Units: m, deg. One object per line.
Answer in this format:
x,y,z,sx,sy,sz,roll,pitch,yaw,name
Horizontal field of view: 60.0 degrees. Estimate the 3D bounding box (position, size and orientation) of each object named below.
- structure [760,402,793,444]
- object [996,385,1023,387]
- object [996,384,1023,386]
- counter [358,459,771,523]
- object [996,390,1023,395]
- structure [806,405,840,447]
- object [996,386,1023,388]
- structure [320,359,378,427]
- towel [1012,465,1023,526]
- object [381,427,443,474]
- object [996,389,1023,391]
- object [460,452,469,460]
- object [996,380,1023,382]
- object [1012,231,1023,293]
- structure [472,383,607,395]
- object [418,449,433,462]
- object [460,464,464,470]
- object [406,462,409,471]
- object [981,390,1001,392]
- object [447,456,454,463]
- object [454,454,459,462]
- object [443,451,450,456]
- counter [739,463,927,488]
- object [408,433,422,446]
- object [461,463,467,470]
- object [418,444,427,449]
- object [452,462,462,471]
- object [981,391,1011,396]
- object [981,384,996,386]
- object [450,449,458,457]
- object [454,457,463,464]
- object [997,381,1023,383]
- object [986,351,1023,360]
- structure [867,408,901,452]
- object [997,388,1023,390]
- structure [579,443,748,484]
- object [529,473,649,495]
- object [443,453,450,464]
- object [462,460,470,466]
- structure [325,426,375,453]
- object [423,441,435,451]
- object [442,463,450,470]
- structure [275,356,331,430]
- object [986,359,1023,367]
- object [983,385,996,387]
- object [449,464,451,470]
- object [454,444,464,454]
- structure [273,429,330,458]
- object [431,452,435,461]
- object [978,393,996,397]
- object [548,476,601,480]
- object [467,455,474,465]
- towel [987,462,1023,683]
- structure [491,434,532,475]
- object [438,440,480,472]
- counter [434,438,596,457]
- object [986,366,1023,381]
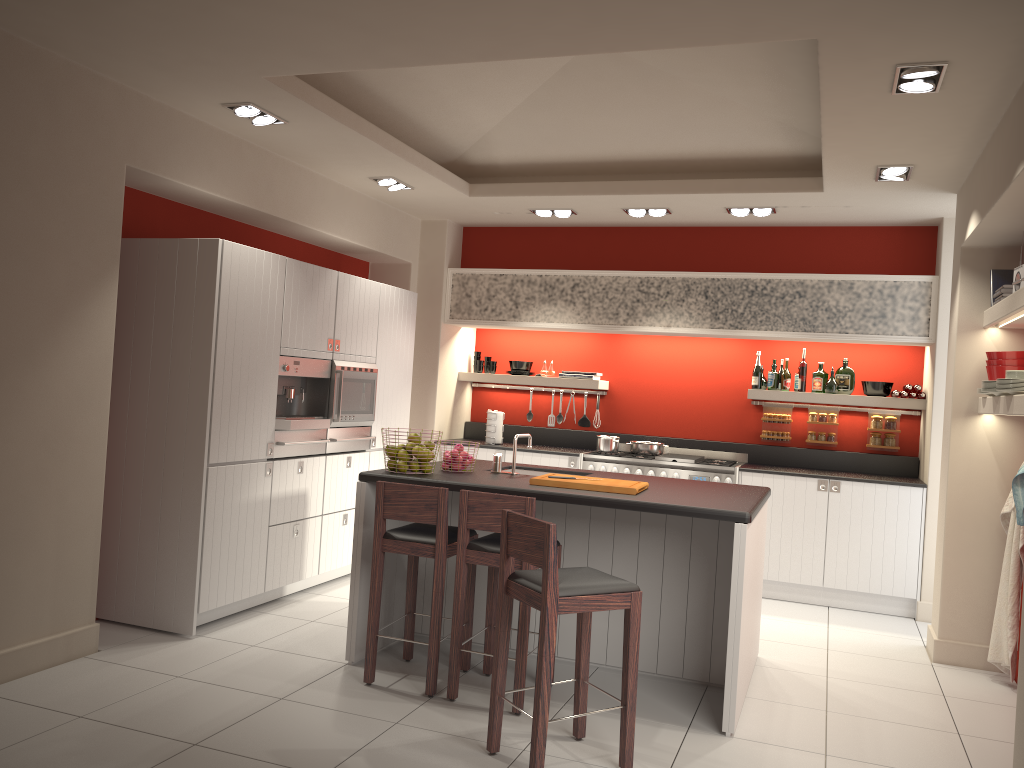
2.285,0.334,7.662,0.256,0.347,0.130,4,0,20,structure
2.643,0.026,4.491,0.339,0.020,0.339,4,0,23,object
2.643,0.020,4.491,0.339,0.020,0.339,4,0,23,object
0.372,0.572,5.073,2.054,0.050,1.415,4,0,20,counter
2.641,0.052,4.491,0.339,0.020,0.339,4,0,23,object
2.639,0.356,7.533,0.256,0.347,0.130,4,0,20,structure
2.642,0.033,4.491,0.339,0.020,0.339,4,0,23,object
-1.251,0.070,6.534,0.332,0.473,0.610,4,0,20,structure
2.758,0.526,4.672,0.209,0.452,0.179,4,-1,-30,towel
-0.561,0.369,4.902,0.341,0.232,0.341,4,0,-37,object
2.642,0.045,4.491,0.339,0.020,0.339,4,0,23,object
-0.278,0.414,5.128,0.051,0.055,0.056,3,0,34,object
2.644,0.000,4.491,0.339,0.020,0.339,4,0,23,object
2.726,-0.646,4.646,0.097,0.369,0.342,4,0,15,object
0.249,0.048,8.481,1.355,0.034,0.054,4,0,20,structure
-0.478,0.396,4.876,0.082,0.082,0.082,4,0,-13,object
-0.297,0.486,5.166,0.040,0.039,0.039,4,0,-21,object
-0.585,0.456,4.922,0.055,0.054,0.053,4,0,24,object
2.759,0.054,4.856,0.339,0.020,0.339,4,0,19,object
-0.352,0.435,5.099,0.041,0.041,0.040,4,0,-33,object
-0.320,0.441,5.204,0.055,0.056,0.055,3,0,29,object
-0.378,0.415,5.182,0.049,0.049,0.048,3,0,27,object
2.556,0.726,7.138,1.360,0.026,0.699,4,0,20,counter
-0.540,0.307,4.924,0.078,0.080,0.078,4,0,20,object
-0.287,0.481,5.227,0.050,0.049,0.049,4,0,-14,object
-0.501,0.361,4.917,0.056,0.054,0.057,4,0,-9,object
-0.322,0.473,5.120,0.062,0.057,0.061,4,0,20,object
2.759,0.061,4.856,0.339,0.020,0.339,4,0,19,object
2.761,0.022,4.857,0.339,0.020,0.339,4,0,19,object
-0.332,0.398,5.090,0.048,0.046,0.048,4,0,-24,object
-0.307,0.435,5.092,0.048,0.046,0.048,4,0,-21,object
2.644,0.007,4.491,0.339,0.020,0.339,4,0,23,object
2.933,-0.120,5.224,0.260,0.161,0.260,4,0,-13,object
3.090,0.384,7.369,0.256,0.347,0.130,4,0,20,structure
2.642,0.039,4.491,0.339,0.020,0.339,4,0,23,object
1.261,1.099,7.546,1.322,1.085,0.777,4,0,20,structure
0.419,0.533,4.757,0.570,0.033,0.372,4,0,18,object
-0.371,0.433,5.137,0.059,0.059,0.060,3,0,32,object
-0.268,0.457,5.142,0.046,0.043,0.046,4,0,-30,object
-1.195,0.407,6.508,0.129,0.177,0.617,4,0,20,structure
-0.464,0.346,4.959,0.067,0.064,0.067,4,0,21,object
-0.383,0.475,5.137,0.050,0.049,0.049,4,0,-14,object
-1.535,0.053,5.971,0.453,0.470,0.623,4,0,20,structure
2.934,-0.070,5.226,0.260,0.159,0.260,4,0,1,object
2.761,0.028,4.857,0.339,0.020,0.339,4,0,19,object
-0.351,0.477,5.170,0.050,0.049,0.049,4,0,-14,object
-0.308,0.375,5.149,0.056,0.058,0.056,4,0,-25,object
-1.409,0.391,5.915,0.129,0.177,0.617,4,0,20,structure
-0.459,0.399,4.932,0.057,0.057,0.055,4,0,12,object
2.928,0.073,5.225,0.339,0.020,0.339,4,0,23,object
0.341,0.506,4.762,0.302,0.010,0.035,4,0,-10,object
-0.248,0.445,5.198,0.055,0.056,0.055,3,0,29,object
2.883,1.014,5.149,0.141,1.362,0.341,3,-1,20,towel
-0.005,0.415,5.251,0.183,0.249,0.224,4,0,20,structure
-0.313,0.421,5.168,0.248,0.168,0.248,4,0,8,object
0.058,0.569,8.045,1.360,0.026,0.699,4,0,20,counter
2.934,-0.026,5.226,0.260,0.146,0.260,4,0,24,object
